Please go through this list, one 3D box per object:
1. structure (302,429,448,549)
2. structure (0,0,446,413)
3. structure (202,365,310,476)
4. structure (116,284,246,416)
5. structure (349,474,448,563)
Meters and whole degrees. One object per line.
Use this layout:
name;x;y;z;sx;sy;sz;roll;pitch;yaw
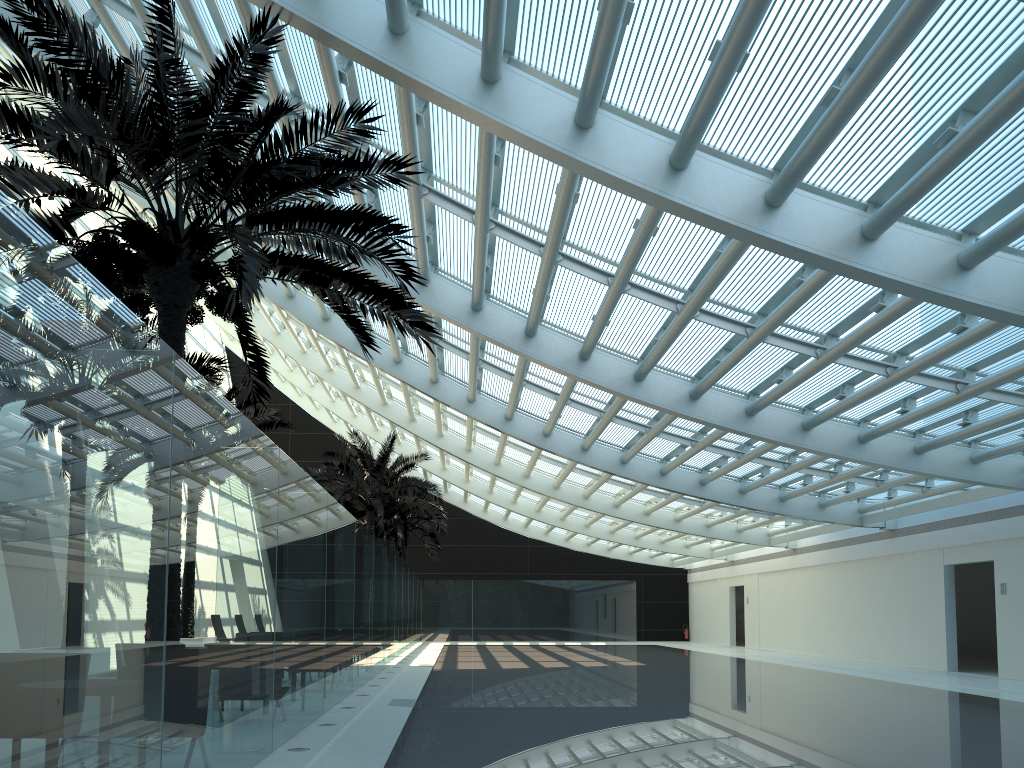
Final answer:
structure;-4.456;4.910;27.305;4.826;6.831;4.558;2;-8;-10
structure;-3.282;-0.154;8.111;4.830;6.831;4.555;-2;-8;15
structure;-7.356;2.944;19.654;4.316;6.708;4.727;-4;-9;30
structure;-6.785;1.391;13.647;4.663;6.650;4.373;4;-8;-25
structure;-4.927;7.064;35.472;4.477;6.829;4.917;4;-9;-25
